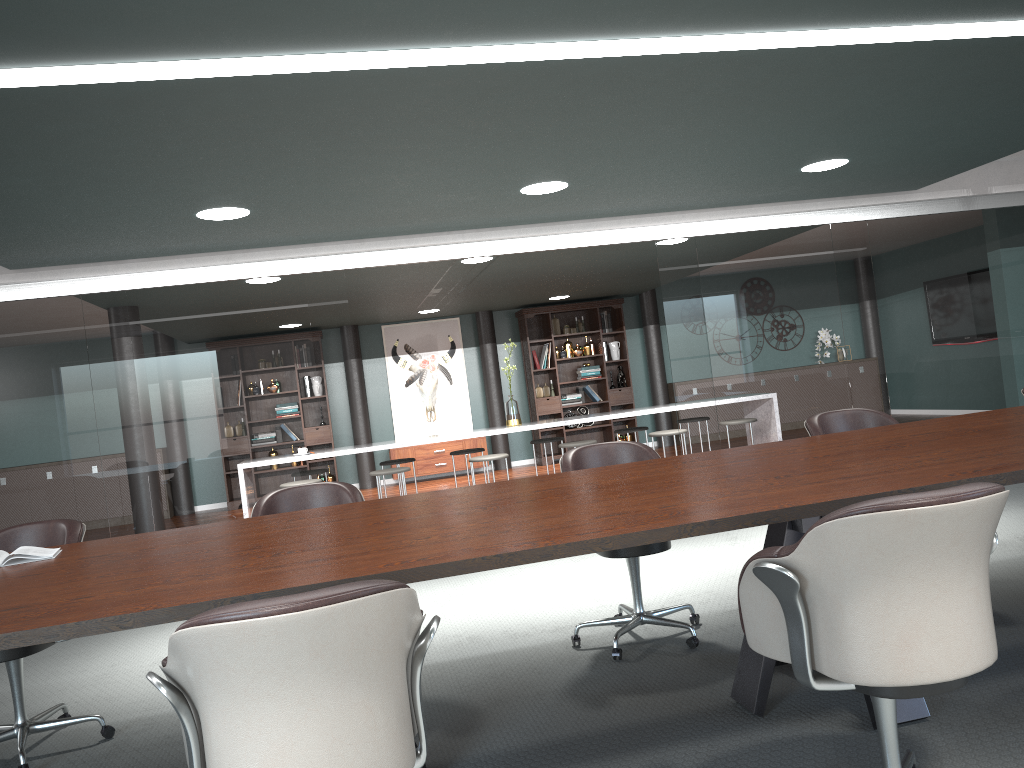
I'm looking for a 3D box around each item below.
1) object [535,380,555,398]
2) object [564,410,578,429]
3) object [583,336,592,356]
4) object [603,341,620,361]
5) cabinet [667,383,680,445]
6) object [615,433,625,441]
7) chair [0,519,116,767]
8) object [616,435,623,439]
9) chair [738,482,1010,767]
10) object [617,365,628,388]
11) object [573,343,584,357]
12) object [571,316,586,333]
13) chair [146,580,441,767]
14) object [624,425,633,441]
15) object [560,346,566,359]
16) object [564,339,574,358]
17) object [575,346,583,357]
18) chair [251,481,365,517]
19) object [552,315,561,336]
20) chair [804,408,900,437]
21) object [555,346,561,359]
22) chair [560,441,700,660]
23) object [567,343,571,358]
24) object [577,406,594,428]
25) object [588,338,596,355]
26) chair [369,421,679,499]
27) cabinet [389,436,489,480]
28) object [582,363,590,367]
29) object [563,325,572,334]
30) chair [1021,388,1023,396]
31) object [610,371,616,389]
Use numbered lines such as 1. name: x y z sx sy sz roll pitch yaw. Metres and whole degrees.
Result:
1. object: 0.401 0.061 11.331 0.250 0.221 0.186 -7 0 -13
2. object: 0.745 0.456 11.325 0.224 0.238 0.159 -7 0 -11
3. object: 0.967 -0.491 11.406 0.108 0.256 0.108 -7 0 23
4. object: 1.294 -0.431 11.553 0.268 0.262 0.137 -7 0 29
5. cabinet: -0.967 0.782 11.147 12.287 0.820 0.402 -7 0 -11
6. object: 1.384 0.715 11.408 0.144 0.175 0.073 -7 0 -9
7. chair: -1.699 0.885 3.069 0.535 0.761 0.518 -7 0 9
8. object: 1.400 0.717 11.536 0.099 0.169 0.099 -7 0 -37
9. chair: 0.780 0.577 1.831 0.535 0.761 0.518 -7 0 -5
10. object: 1.400 -0.096 11.518 0.116 0.286 0.215 -7 0 -15
11. object: 0.847 -0.436 11.333 0.144 0.175 0.073 -7 0 -9
12. object: 0.838 -0.760 11.439 0.196 0.221 0.184 -7 0 -11
13. chair: -0.341 0.715 1.619 0.533 0.761 0.523 -7 0 -35
14. object: 1.503 0.660 11.481 0.108 0.256 0.108 -7 0 23
15. object: 0.652 -0.404 11.320 0.079 0.161 0.080 -7 0 15
16. object: 0.728 -0.459 11.413 0.114 0.251 0.114 -7 0 15
17. object: 0.864 -0.434 11.461 0.099 0.169 0.099 -7 0 -37
18. chair: -0.712 0.764 3.265 0.535 0.761 0.518 -7 0 -5
19. object: 0.562 -0.752 11.402 0.104 0.273 0.104 -7 0 25
20. chair: 1.504 0.490 3.695 0.533 0.761 0.523 -7 0 -30
21. object: 0.578 -0.401 11.400 0.105 0.172 0.105 -7 0 -15
22. chair: 0.457 0.619 3.496 0.535 0.761 0.518 -7 0 -5
23. object: 0.723 -0.427 11.305 0.040 0.191 0.040 -7 0 -2
24. object: 0.934 0.418 11.481 0.233 0.268 0.051 -7 0 -11
25. object: 1.033 -0.482 11.514 0.092 0.222 0.092 -7 0 23
26. chair: 0.105 0.798 7.704 4.029 0.512 1.479 -7 0 -12
27. cabinet: -0.923 0.923 11.173 1.200 0.379 0.368 -7 0 -11
28. object: 0.958 -0.246 11.456 0.104 0.052 0.100 -7 0 -7
29. object: 0.709 -0.696 11.401 0.096 0.126 0.106 -7 0 40
30. chair: 2.586 0.357 3.917 0.535 0.761 0.518 -7 0 -5
31. object: 1.293 -0.052 11.481 0.077 0.228 0.077 -7 0 -28
